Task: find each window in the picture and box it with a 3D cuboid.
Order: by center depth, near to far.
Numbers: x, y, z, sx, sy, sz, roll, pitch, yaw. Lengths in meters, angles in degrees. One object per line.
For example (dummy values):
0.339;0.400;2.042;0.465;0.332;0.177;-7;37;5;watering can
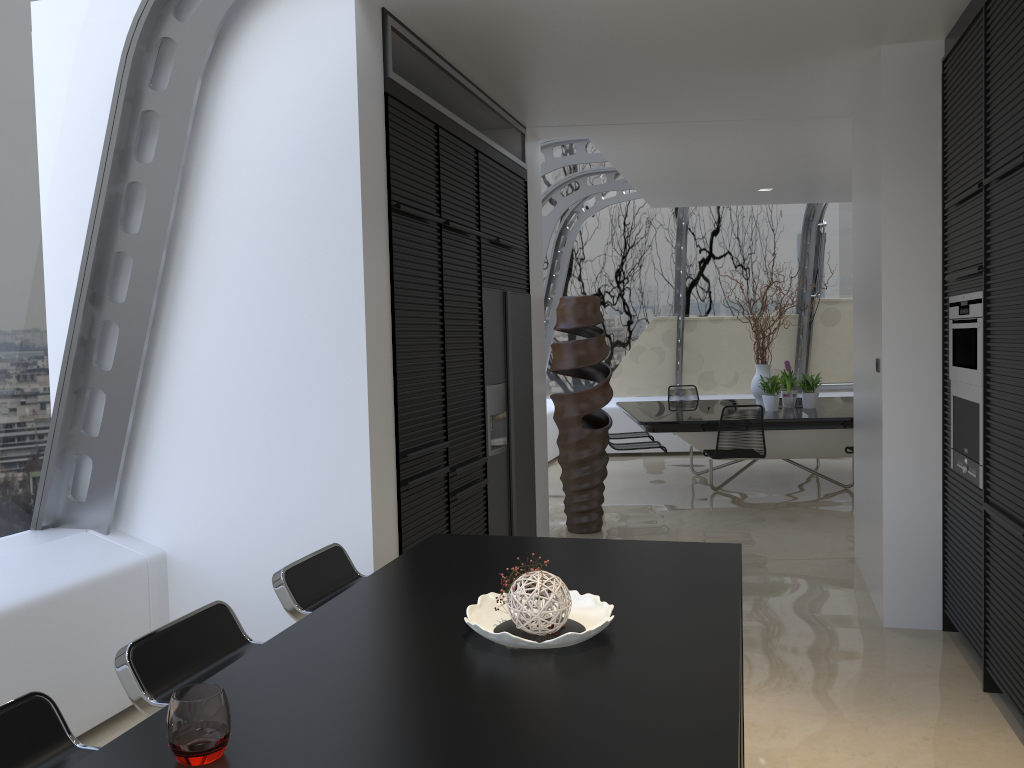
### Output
5.277;-0.269;4.049;16.171;3.674;16.693;-1;3;8;window

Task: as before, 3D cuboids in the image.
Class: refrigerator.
-0.095;0.306;5.468;0.234;1.742;1.006;-1;3;15;refrigerator

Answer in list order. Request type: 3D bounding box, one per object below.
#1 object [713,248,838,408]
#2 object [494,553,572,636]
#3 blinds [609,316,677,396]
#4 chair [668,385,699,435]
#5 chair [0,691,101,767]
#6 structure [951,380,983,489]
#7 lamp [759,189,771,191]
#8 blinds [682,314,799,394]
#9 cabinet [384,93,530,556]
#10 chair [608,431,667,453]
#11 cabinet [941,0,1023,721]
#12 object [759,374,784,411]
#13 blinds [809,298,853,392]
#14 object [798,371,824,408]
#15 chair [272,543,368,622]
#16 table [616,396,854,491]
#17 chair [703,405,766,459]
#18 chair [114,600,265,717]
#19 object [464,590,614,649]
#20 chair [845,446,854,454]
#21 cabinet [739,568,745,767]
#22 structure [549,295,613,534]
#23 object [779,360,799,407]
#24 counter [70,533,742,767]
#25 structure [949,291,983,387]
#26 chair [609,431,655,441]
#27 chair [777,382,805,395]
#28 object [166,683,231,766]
2.601;-0.531;8.738;1.135;1.549;1.031;-2;3;-6;object
0.060;0.472;1.985;0.190;0.191;0.165;1;4;43;object
1.212;0.207;11.610;1.829;2.118;0.663;-1;3;2;blinds
2.019;0.289;10.229;0.446;0.519;0.688;-1;3;2;chair
-0.763;1.020;1.508;0.460;0.857;0.418;-1;3;16;chair
2.005;0.204;3.914;0.023;0.420;0.592;-1;3;16;structure
7.159;-1.768;3.682;9.928;0.004;9.775;-1;3;3;lamp
2.913;-0.355;11.367;1.430;1.027;0.329;-1;3;2;blinds
-0.552;0.002;4.958;0.831;2.558;2.252;-1;3;16;cabinet
1.123;0.394;8.571;0.688;0.519;0.446;-1;3;2;chair
1.849;-0.083;1.767;0.831;2.901;5.157;-1;3;15;cabinet
2.491;0.074;8.530;0.284;0.369;0.215;1;4;40;object
4.451;-0.484;11.284;1.376;1.214;0.387;-1;3;2;blinds
2.929;0.053;8.723;0.284;0.369;0.215;1;3;35;object
-0.424;0.951;2.713;0.460;0.857;0.418;-1;3;16;chair
2.678;0.611;8.971;3.031;0.759;2.494;-1;3;2;table
1.942;0.415;7.717;0.446;0.519;0.688;-1;3;2;chair
-0.600;0.987;2.087;0.460;0.857;0.418;-1;3;16;chair
0.063;0.533;1.977;0.334;0.078;0.329;-1;3;2;object
3.217;0.385;7.676;0.446;0.519;0.688;-1;3;2;chair
-0.246;1.039;1.059;1.007;0.838;3.800;-1;3;15;cabinet
0.543;0.240;6.900;0.493;1.843;0.498;-1;3;13;structure
2.806;-0.011;9.065;0.238;0.476;0.417;0;3;30;object
-0.257;0.612;1.038;1.006;0.018;3.800;-1;3;15;counter
1.992;-0.199;3.895;0.061;0.388;0.592;-1;3;15;structure
1.152;0.347;9.495;0.688;0.519;0.446;-1;3;2;chair
3.295;0.258;10.188;0.446;0.519;0.688;-1;3;2;chair
-0.495;0.539;1.404;0.095;0.106;0.095;-1;3;13;object
